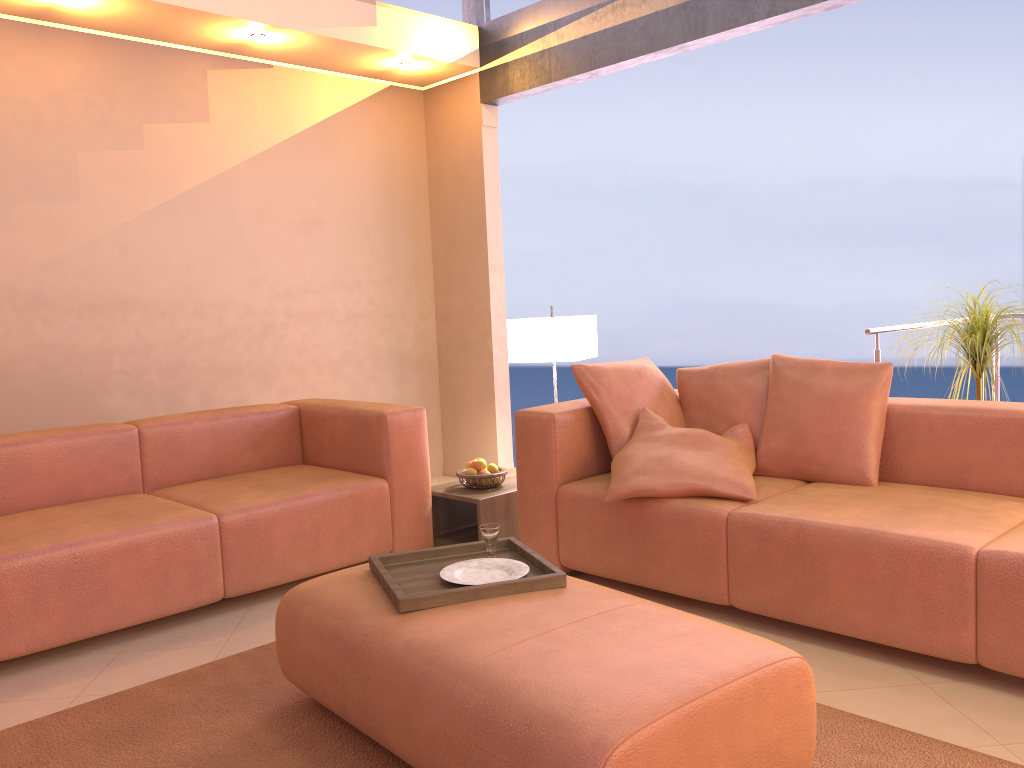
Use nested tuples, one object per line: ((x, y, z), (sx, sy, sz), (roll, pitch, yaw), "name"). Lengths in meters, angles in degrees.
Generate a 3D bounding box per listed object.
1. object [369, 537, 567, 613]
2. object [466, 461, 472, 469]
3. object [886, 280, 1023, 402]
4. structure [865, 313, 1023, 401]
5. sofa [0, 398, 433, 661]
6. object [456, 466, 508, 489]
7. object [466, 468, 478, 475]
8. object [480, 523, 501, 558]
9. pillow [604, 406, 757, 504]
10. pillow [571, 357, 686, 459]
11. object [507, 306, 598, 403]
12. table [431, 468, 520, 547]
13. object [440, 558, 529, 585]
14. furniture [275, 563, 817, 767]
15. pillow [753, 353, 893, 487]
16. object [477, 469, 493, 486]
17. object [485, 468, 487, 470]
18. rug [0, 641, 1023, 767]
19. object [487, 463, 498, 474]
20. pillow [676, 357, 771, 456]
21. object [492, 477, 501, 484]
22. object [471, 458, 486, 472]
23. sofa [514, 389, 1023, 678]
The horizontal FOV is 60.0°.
((-0.133, 0.504, 2.397), (0.436, 0.034, 0.421), (-4, 5, -19), "object")
((-0.184, 0.373, 4.039), (0.047, 0.046, 0.054), (0, 6, 32), "object")
((1.945, 0.114, 3.707), (0.703, 1.088, 0.729), (-1, 5, 15), "object")
((3.567, 0.008, 3.013), (1.663, 0.541, 4.176), (-7, 7, -44), "structure")
((-1.645, 0.532, 3.272), (2.781, 0.672, 0.943), (-7, 7, -44), "sofa")
((-0.135, 0.429, 4.020), (0.235, 0.071, 0.235), (1, 6, 38), "object")
((-0.180, 0.399, 3.966), (0.055, 0.047, 0.045), (-1, 5, 23), "object")
((-0.061, 0.454, 2.559), (0.061, 0.091, 0.061), (0, 6, 31), "object")
((0.624, 0.248, 3.248), (0.517, 0.292, 0.514), (-1, 5, 15), "pillow")
((0.526, 0.128, 3.625), (0.314, 0.455, 0.519), (2, 7, 42), "pillow")
((0.215, 0.013, 4.399), (0.344, 0.799, 0.344), (0, 5, 25), "object")
((0.057, 0.573, 4.216), (0.918, 0.268, 0.412), (-7, 7, -44), "table")
((-0.073, 0.507, 2.369), (0.240, 0.018, 0.240), (-2, 5, 10), "object")
((-0.003, 0.682, 2.184), (0.685, 0.301, 1.291), (-7, 6, -39), "furniture")
((1.137, 0.126, 3.255), (0.470, 0.468, 0.211), (2, 6, 41), "pillow")
((-0.123, 0.419, 3.965), (0.072, 0.076, 0.074), (-6, 6, -34), "object")
((-0.118, 0.413, 4.039), (0.076, 0.065, 0.077), (-6, 6, -32), "object")
((-0.026, 0.912, 1.848), (1.833, 0.005, 2.626), (-7, 7, -44), "rug")
((-0.087, 0.383, 3.992), (0.051, 0.053, 0.045), (-5, 5, -21), "object")
((0.867, 0.112, 3.540), (0.492, 0.446, 0.255), (0, 6, 30), "pillow")
((-0.073, 0.430, 4.000), (0.046, 0.046, 0.055), (-1, 5, 24), "object")
((-0.150, 0.368, 3.998), (0.069, 0.061, 0.068), (-2, 5, 7), "object")
((1.286, 0.422, 2.920), (0.943, 0.672, 2.781), (-7, 7, -44), "sofa")
